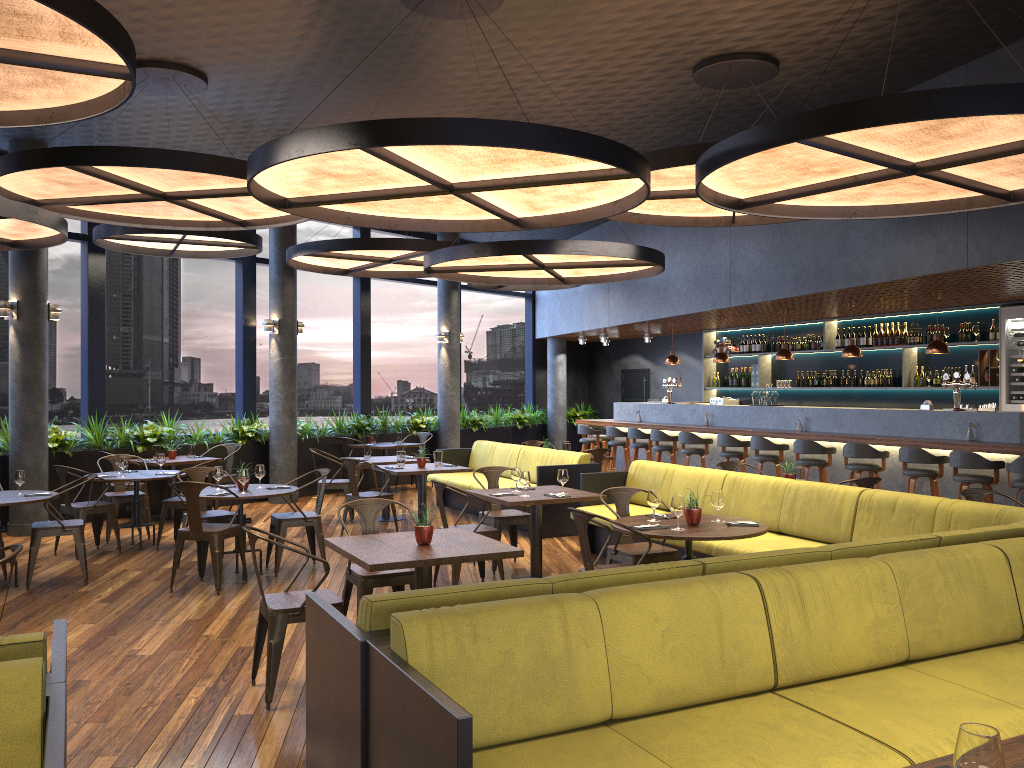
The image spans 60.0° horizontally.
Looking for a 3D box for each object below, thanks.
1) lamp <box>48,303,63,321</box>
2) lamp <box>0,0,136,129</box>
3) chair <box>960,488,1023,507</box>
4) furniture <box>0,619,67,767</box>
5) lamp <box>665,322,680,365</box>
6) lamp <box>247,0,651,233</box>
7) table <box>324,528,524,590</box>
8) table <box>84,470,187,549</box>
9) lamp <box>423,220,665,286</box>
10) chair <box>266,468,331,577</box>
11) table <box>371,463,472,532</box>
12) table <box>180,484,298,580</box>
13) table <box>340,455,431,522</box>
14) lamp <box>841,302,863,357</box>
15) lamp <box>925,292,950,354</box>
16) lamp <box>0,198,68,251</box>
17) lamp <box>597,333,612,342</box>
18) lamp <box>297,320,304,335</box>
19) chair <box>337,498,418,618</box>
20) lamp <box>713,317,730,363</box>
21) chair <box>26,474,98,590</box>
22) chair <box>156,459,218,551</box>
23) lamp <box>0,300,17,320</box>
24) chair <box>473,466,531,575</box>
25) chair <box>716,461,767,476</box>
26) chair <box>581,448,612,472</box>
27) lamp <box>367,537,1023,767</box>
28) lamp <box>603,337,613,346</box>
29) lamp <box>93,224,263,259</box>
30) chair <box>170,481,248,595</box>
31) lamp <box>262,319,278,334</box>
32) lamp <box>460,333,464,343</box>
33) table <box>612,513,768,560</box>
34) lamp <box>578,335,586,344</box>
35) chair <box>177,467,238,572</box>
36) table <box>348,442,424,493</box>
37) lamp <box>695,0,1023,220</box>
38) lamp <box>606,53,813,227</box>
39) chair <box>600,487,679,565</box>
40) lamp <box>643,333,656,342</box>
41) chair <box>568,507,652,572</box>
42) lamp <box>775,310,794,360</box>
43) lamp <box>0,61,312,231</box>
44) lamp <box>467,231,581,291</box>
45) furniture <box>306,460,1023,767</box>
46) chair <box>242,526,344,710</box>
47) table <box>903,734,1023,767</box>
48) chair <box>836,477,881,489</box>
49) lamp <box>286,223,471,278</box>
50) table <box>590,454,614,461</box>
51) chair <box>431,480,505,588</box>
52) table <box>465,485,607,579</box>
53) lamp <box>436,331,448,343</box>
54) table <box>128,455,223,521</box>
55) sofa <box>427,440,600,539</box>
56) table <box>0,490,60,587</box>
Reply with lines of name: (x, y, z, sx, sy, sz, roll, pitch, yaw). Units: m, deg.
lamp: (-5.411, -0.838, 10.469, 0.215, 0.215, 0.189, 0, 0, 41)
lamp: (-3.341, -2.228, 4.320, 2.778, 1.159, 2.778, 0, 0, -36)
chair: (3.471, 1.219, 6.242, 0.504, 0.917, 0.541, 0, 0, -26)
furniture: (-3.826, 1.233, 3.880, 3.372, 0.914, 4.503, 0, 0, -26)
lamp: (2.568, -0.650, 14.200, 0.250, 0.673, 0.250, 0, 0, -39)
lamp: (-0.427, -2.050, 6.276, 2.778, 1.475, 2.778, 0, 0, 23)
table: (-0.530, 1.305, 5.123, 0.887, 0.763, 0.906, 0, 0, -27)
table: (-3.963, 1.333, 9.361, 1.007, 0.760, 1.007, 0, 0, -33)
lamp: (0.365, -2.035, 10.305, 2.778, 1.475, 2.778, 0, 0, 28)
chair: (-1.940, 1.243, 8.117, 0.541, 0.917, 0.504, 0, 0, -26)
table: (-1.041, 1.329, 10.117, 0.887, 0.763, 0.906, 0, 0, -27)
table: (-2.412, 1.322, 7.878, 1.007, 0.760, 1.007, 0, 0, -39)
table: (-1.618, 1.335, 11.277, 0.906, 0.763, 0.887, 0, 0, -27)
lamp: (4.188, -0.669, 10.935, 0.250, 0.673, 0.250, 0, 0, 6)
lamp: (4.725, -0.675, 9.852, 0.250, 0.673, 0.250, 0, 0, 6)
lamp: (-5.603, -2.104, 8.084, 2.778, 1.362, 2.778, 0, 0, 32)
lamp: (1.768, -0.895, 17.082, 0.228, 0.172, 0.228, 0, 0, -26)
lamp: (-3.191, -0.832, 13.246, 0.215, 0.215, 0.189, 0, 0, 39)
chair: (-0.856, 1.229, 5.748, 0.504, 0.917, 0.541, 0, 0, -26)
lamp: (3.098, -0.656, 13.131, 0.250, 0.673, 0.250, 0, 0, 6)
chair: (-3.868, 1.246, 7.639, 0.541, 0.917, 0.504, 0, 0, -26)
chair: (-3.375, 1.253, 9.314, 0.541, 0.917, 0.504, 0, 0, 4)
lamp: (-5.736, -0.840, 10.004, 0.215, 0.215, 0.189, 0, 0, 27)
chair: (-0.083, 1.238, 8.213, 0.504, 0.917, 0.541, 0, 0, -26)
chair: (2.286, 1.233, 8.666, 0.504, 0.917, 0.541, 0, 0, -26)
chair: (0.967, 1.248, 11.119, 0.504, 0.917, 0.541, 0, 0, -26)
lamp: (4.227, 0.309, 3.694, 9.057, 2.714, 3.017, 0, 0, -26)
lamp: (1.958, -0.889, 18.523, 0.228, 0.172, 0.228, 0, 0, -26)
lamp: (-4.149, -2.255, 11.094, 1.979, 1.093, 1.979, 0, 0, 27)
chair: (-2.532, 1.241, 7.367, 0.504, 0.917, 0.541, 0, 0, 13)
lamp: (-3.509, -0.833, 12.781, 0.215, 0.215, 0.189, 0, 0, 31)
lamp: (-0.953, -0.826, 16.037, 0.215, 0.215, 0.189, 0, 0, 43)
table: (1.165, 1.303, 5.841, 1.007, 0.760, 1.007, 0, 0, 11)
lamp: (1.412, -0.891, 17.837, 0.228, 0.172, 0.228, 0, 0, -26)
chair: (-2.812, 1.246, 8.234, 0.504, 0.917, 0.541, 0, 0, -45)
table: (-2.045, 1.350, 14.264, 0.887, 0.763, 0.906, 0, 0, 38)
lamp: (2.604, -2.062, 5.745, 2.778, 1.475, 2.778, 0, 0, -22)
lamp: (1.994, -2.227, 7.902, 2.778, 1.159, 2.778, 0, 0, 24)
chair: (0.919, 1.227, 6.407, 0.504, 0.917, 0.541, 0, 0, -26)
lamp: (2.629, -0.897, 17.170, 0.228, 0.172, 0.228, 0, 0, -26)
chair: (0.631, 1.224, 5.573, 0.541, 0.917, 0.504, 0, 0, -26)
lamp: (3.675, -0.663, 11.968, 0.250, 0.673, 0.250, 0, 0, 6)
lamp: (-3.154, -2.212, 8.046, 2.778, 1.159, 2.778, 0, 0, 41)
lamp: (0.220, -2.249, 15.221, 1.979, 1.093, 1.979, 0, 0, 27)
furniture: (1.219, 1.223, 4.885, 4.895, 0.914, 7.462, 0, 0, -31)
chair: (-1.193, 1.226, 4.858, 0.541, 0.917, 0.504, 0, 0, -26)
table: (1.159, 1.285, 1.715, 0.906, 0.763, 0.887, 0, 0, -27)
chair: (2.839, 1.227, 7.551, 0.504, 0.917, 0.541, 0, 0, -26)
lamp: (-1.661, -2.198, 12.140, 2.778, 1.159, 2.778, 0, 0, 9)
table: (0.718, 1.331, 11.708, 0.906, 0.763, 0.887, 0, 0, -27)
chair: (-0.389, 1.235, 7.281, 0.541, 0.917, 0.504, 0, 0, -26)
table: (0.193, 1.314, 7.599, 0.906, 0.763, 0.887, 0, 0, -27)
lamp: (-1.252, -0.828, 15.559, 0.215, 0.215, 0.189, 0, 0, 24)
table: (-4.361, 1.344, 11.358, 0.887, 0.763, 0.906, 0, 0, 38)
sofa: (-0.105, 1.255, 11.273, 0.966, 0.914, 3.061, 0, 0, -26)
table: (-4.340, 1.326, 7.400, 1.007, 0.760, 1.007, 0, 0, 31)
